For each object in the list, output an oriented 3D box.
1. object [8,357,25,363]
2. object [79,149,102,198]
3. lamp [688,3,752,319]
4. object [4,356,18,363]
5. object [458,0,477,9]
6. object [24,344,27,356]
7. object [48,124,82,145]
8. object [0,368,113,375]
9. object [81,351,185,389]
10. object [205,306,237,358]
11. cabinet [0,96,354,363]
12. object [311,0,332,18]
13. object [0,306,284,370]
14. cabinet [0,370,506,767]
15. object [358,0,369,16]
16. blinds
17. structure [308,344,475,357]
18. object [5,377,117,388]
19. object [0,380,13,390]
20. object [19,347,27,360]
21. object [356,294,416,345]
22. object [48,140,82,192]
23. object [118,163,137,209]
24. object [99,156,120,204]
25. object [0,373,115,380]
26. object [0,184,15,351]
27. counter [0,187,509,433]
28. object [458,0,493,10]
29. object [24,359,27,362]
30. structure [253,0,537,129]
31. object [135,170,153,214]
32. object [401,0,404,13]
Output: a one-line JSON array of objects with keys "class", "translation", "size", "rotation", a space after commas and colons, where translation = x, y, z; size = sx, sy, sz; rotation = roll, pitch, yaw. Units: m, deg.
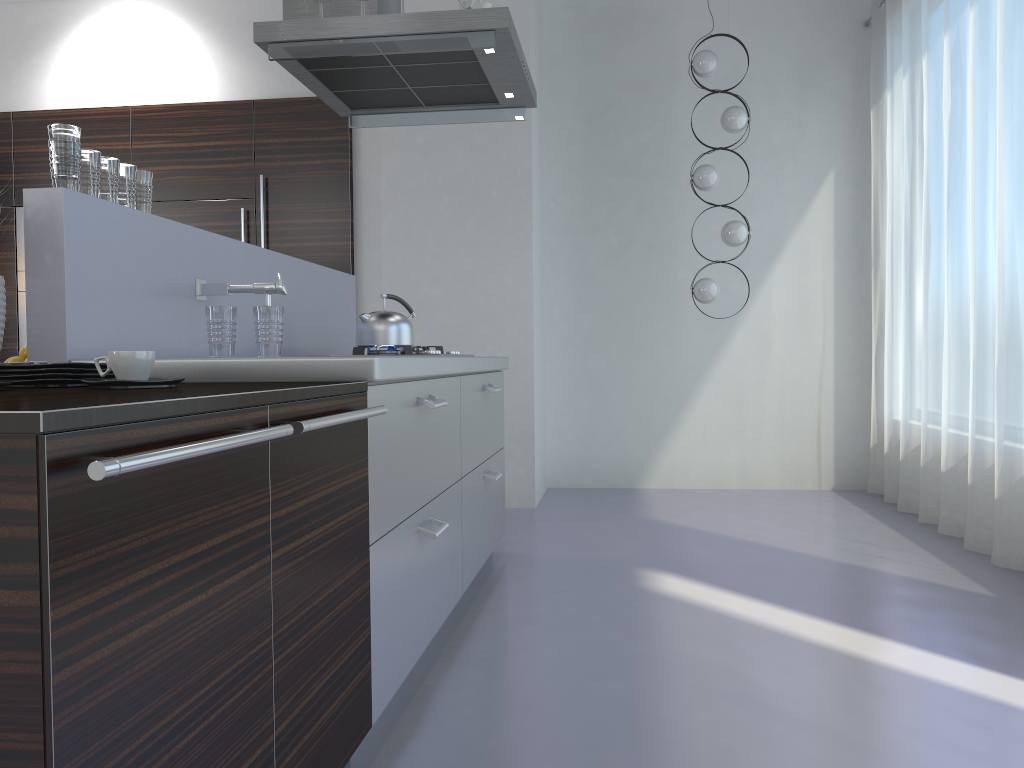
[{"class": "object", "translation": [-1.299, -0.044, 2.336], "size": [0.052, 0.054, 0.061], "rotation": [-1, 2, -16]}, {"class": "object", "translation": [-1.047, -0.511, 2.181], "size": [0.072, 0.119, 0.071], "rotation": [-2, 2, -43]}, {"class": "lamp", "translation": [1.249, -1.579, 5.329], "size": [0.367, 2.370, 0.180], "rotation": [-1, 2, 1]}, {"class": "object", "translation": [-1.335, -0.046, 2.390], "size": [0.060, 0.058, 0.070], "rotation": [0, 2, 6]}, {"class": "object", "translation": [-0.164, -1.379, 3.274], "size": [0.137, 0.174, 0.137], "rotation": [-1, 2, -28]}, {"class": "object", "translation": [-1.253, -0.089, 2.340], "size": [0.063, 0.048, 0.053], "rotation": [-1, 2, -27]}, {"class": "object", "translation": [-1.058, -0.547, 2.100], "size": [0.072, 0.119, 0.071], "rotation": [-2, 2, -43]}, {"class": "object", "translation": [-0.914, -0.023, 1.763], "size": [0.232, 0.020, 0.232], "rotation": [0, 2, 11]}, {"class": "object", "translation": [-0.683, -0.024, 1.600], "size": [0.153, 0.069, 0.153], "rotation": [1, 2, 41]}, {"class": "object", "translation": [-0.684, -0.122, 2.089], "size": [0.071, 0.119, 0.072], "rotation": [0, 2, 7]}, {"class": "cabinet", "translation": [-2.720, -0.489, 5.884], "size": [3.600, 2.500, 0.669], "rotation": [0, 2, 7]}, {"class": "object", "translation": [-0.699, -1.396, 3.241], "size": [0.125, 0.221, 0.125], "rotation": [0, 2, 32]}, {"class": "object", "translation": [-0.814, -0.102, 1.921], "size": [0.269, 0.147, 0.646], "rotation": [0, 2, 32]}, {"class": "cabinet", "translation": [-0.873, 0.410, 2.580], "size": [1.377, 0.852, 3.285], "rotation": [0, 2, 7]}, {"class": "object", "translation": [-0.542, -1.397, 3.222], "size": [0.125, 0.221, 0.125], "rotation": [0, 2, 32]}, {"class": "blinds", "translation": [2.130, -0.804, 4.198], "size": [0.120, 3.112, 3.245], "rotation": [0, 2, 7]}, {"class": "structure", "translation": [-0.465, -0.135, 3.608], "size": [0.519, 0.055, 0.709], "rotation": [0, 2, 7]}, {"class": "object", "translation": [-0.914, -0.003, 1.764], "size": [0.232, 0.020, 0.232], "rotation": [0, 2, 16]}, {"class": "object", "translation": [-0.937, -0.019, 1.499], "size": [0.153, 0.069, 0.153], "rotation": [-1, 2, -19]}, {"class": "object", "translation": [-1.290, -0.079, 2.378], "size": [0.053, 0.047, 0.061], "rotation": [0, 2, 10]}, {"class": "object", "translation": [-0.490, -0.249, 3.412], "size": [0.220, 0.196, 0.229], "rotation": [-1, 2, 0]}, {"class": "object", "translation": [-1.057, -0.509, 2.101], "size": [0.072, 0.119, 0.071], "rotation": [-2, 2, -43]}, {"class": "object", "translation": [-1.027, -0.516, 2.341], "size": [0.072, 0.119, 0.071], "rotation": [-2, 2, -43]}, {"class": "object", "translation": [-1.037, -0.513, 2.261], "size": [0.072, 0.119, 0.071], "rotation": [-2, 2, -43]}, {"class": "object", "translation": [-0.914, -0.013, 1.764], "size": [0.232, 0.020, 0.232], "rotation": [0, 2, 16]}, {"class": "object", "translation": [-1.247, -0.249, 1.980], "size": [0.247, 0.502, 0.269], "rotation": [-2, 2, -40]}, {"class": "counter", "translation": [-0.865, 0.186, 2.571], "size": [1.302, 1.300, 3.291], "rotation": [0, 2, 7]}, {"class": "object", "translation": [-0.140, -1.384, 3.462], "size": [0.137, 0.174, 0.137], "rotation": [-1, 2, -28]}, {"class": "object", "translation": [-1.246, -0.048, 2.314], "size": [0.051, 0.053, 0.063], "rotation": [-2, 2, -42]}, {"class": "structure", "translation": [-0.405, -1.783, 3.552], "size": [0.915, 1.231, 0.981], "rotation": [0, 2, 7]}, {"class": "object", "translation": [-1.017, -0.518, 2.421], "size": [0.071, 0.119, 0.072], "rotation": [-2, 2, -33]}, {"class": "object", "translation": [-0.397, -1.398, 3.203], "size": [0.125, 0.221, 0.125], "rotation": [0, 2, 32]}]
